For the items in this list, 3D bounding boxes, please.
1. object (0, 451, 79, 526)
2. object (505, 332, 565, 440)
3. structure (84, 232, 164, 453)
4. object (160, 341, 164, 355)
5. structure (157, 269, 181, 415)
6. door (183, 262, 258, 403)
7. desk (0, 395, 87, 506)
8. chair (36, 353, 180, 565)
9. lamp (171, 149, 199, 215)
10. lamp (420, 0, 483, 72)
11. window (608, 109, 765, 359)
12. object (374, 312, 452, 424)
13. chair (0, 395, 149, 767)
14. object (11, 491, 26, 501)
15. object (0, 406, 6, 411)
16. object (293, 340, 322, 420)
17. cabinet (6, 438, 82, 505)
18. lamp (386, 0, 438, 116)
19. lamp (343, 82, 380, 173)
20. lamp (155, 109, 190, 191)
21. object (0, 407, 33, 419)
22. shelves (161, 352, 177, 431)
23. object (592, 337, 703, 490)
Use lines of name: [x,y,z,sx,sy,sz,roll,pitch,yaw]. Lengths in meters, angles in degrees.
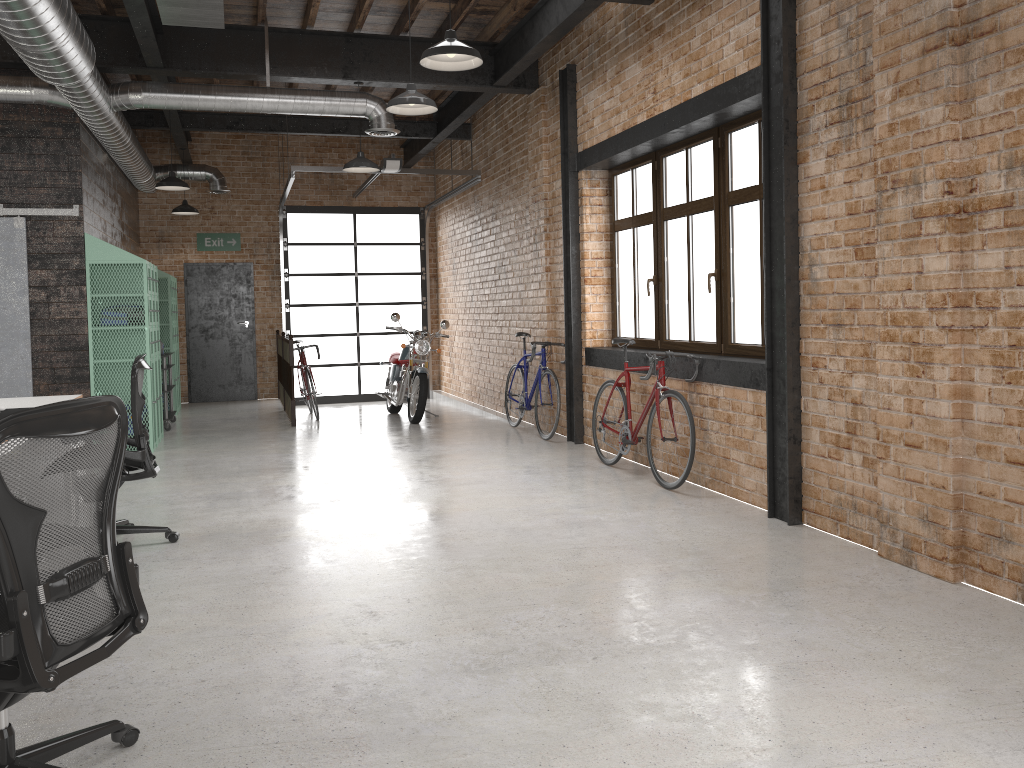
object: [-2.990,0.670,5.480,0.541,0.454,0.221,-2,3,-17]
object: [0.183,-0.011,9.170,0.402,1.038,1.741,-2,4,-22]
structure: [-3.857,-0.420,8.902,0.557,2.096,1.120,-2,3,-17]
object: [-4.235,-0.443,10.347,0.309,0.262,0.460,-2,4,-17]
structure: [-4.764,-0.645,11.836,0.557,2.096,1.120,-2,3,-17]
door: [-4.408,-0.786,13.423,0.998,2.095,0.218,-2,2,-17]
desk: [-3.305,0.698,3.344,2.313,0.768,5.121,-3,5,-17]
chair: [-2.285,0.385,4.904,0.793,1.083,0.771,-4,4,-38]
lamp: [-4.467,-2.991,12.049,0.362,1.336,0.362,-3,3,-40]
lamp: [-0.362,-2.513,5.036,0.362,1.360,0.362,-2,2,-10]
window: [2.182,-0.865,4.179,0.147,1.687,8.653,-2,5,-17]
object: [-1.298,-0.234,11.271,0.814,1.357,2.179,-3,4,-29]
chair: [-1.348,0.583,2.281,0.792,1.083,0.772,-2,3,-8]
object: [-2.436,0.760,4.171,0.250,0.465,0.339,-2,3,-17]
object: [-2.942,0.140,5.041,0.106,0.028,0.059,-3,5,-18]
object: [-2.735,-0.063,11.771,0.410,1.031,1.738,-2,4,-11]
cabinet: [-3.091,0.549,5.791,0.460,0.647,0.388,-2,3,-17]
lamp: [-0.712,-2.348,6.195,0.362,0.855,0.362,-1,2,0]
lamp: [-1.504,-2.545,8.761,0.362,0.855,0.362,-3,3,-40]
lamp: [-3.738,-2.810,9.690,0.362,1.336,0.362,-3,3,-40]
object: [-2.967,0.186,4.729,0.687,0.008,0.850,-3,5,-18]
shelves: [-4.266,0.086,10.373,0.567,0.854,0.987,-2,4,-17]
object: [0.945,0.178,6.701,0.402,1.038,1.741,-2,4,-22]
